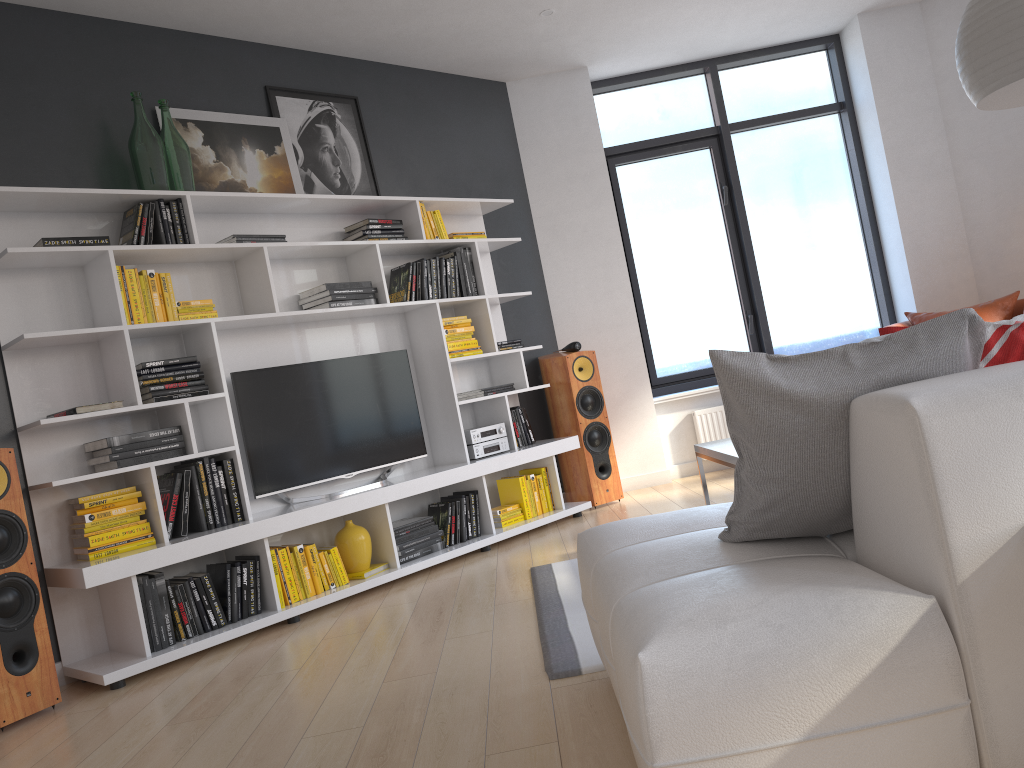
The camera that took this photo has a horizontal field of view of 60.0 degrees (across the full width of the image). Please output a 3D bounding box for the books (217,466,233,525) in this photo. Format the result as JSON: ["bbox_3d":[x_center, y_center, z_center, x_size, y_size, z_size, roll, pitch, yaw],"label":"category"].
[{"bbox_3d":[-1.389,0.526,4.150,0.200,0.272,0.028,-12,-1,45],"label":"books"}]

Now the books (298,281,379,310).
[{"bbox_3d":[-0.941,-0.458,4.821,0.277,0.137,0.343,-11,-1,40],"label":"books"}]

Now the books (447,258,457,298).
[{"bbox_3d":[-0.416,-0.615,5.327,0.191,0.249,0.084,-12,-1,45],"label":"books"}]

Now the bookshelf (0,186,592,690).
[{"bbox_3d":[-0.882,0.033,4.650,0.455,2.052,3.000,-12,-1,45],"label":"bookshelf"}]

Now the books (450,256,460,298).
[{"bbox_3d":[-0.394,-0.623,5.352,0.197,0.260,0.066,-12,-1,45],"label":"books"}]

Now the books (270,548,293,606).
[{"bbox_3d":[-1.129,0.904,4.164,0.213,0.271,0.048,-12,-1,45],"label":"books"}]

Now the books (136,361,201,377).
[{"bbox_3d":[-1.607,-0.057,4.079,0.284,0.030,0.214,-11,-1,-37],"label":"books"}]

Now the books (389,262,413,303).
[{"bbox_3d":[-0.642,-0.564,5.092,0.182,0.234,0.104,-12,-1,45],"label":"books"}]

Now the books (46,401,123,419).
[{"bbox_3d":[-1.822,0.118,3.788,0.266,0.030,0.209,-11,-1,38],"label":"books"}]

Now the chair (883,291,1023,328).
[{"bbox_3d":[2.886,-0.097,5.532,0.896,0.858,0.843,-11,0,32],"label":"chair"}]

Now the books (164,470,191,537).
[{"bbox_3d":[-1.521,0.543,4.010,0.210,0.289,0.100,-12,-1,44],"label":"books"}]

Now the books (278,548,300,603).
[{"bbox_3d":[-1.107,0.907,4.194,0.198,0.258,0.066,-12,-1,45],"label":"books"}]

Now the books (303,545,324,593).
[{"bbox_3d":[-0.998,0.897,4.298,0.171,0.235,0.043,-12,-1,43],"label":"books"}]

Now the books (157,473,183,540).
[{"bbox_3d":[-1.569,0.555,3.986,0.232,0.284,0.142,-12,-1,45],"label":"books"}]

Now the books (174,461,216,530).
[{"bbox_3d":[-1.461,0.520,4.084,0.237,0.314,0.034,-12,-1,45],"label":"books"}]

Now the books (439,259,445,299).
[{"bbox_3d":[-0.458,-0.601,5.248,0.069,0.242,0.172,-11,-1,-45],"label":"books"}]

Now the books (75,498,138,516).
[{"bbox_3d":[-1.752,0.528,3.828,0.238,0.023,0.167,-11,0,-30],"label":"books"}]

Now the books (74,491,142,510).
[{"bbox_3d":[-1.748,0.503,3.831,0.234,0.024,0.171,-11,-1,-41],"label":"books"}]

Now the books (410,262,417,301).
[{"bbox_3d":[-0.622,-0.566,5.120,0.096,0.234,0.187,-11,-1,-45],"label":"books"}]

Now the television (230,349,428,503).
[{"bbox_3d":[-0.931,0.220,4.721,0.207,0.704,1.102,-12,-1,45],"label":"television"}]

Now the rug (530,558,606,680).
[{"bbox_3d":[1.232,0.645,3.424,2.326,0.016,1.662,-11,0,-1],"label":"rug"}]

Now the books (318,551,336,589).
[{"bbox_3d":[-0.940,0.910,4.334,0.138,0.188,0.056,-12,-1,45],"label":"books"}]

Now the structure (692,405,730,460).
[{"bbox_3d":[2.055,0.278,6.355,1.474,0.460,0.110,-11,0,0],"label":"structure"}]

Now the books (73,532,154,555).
[{"bbox_3d":[-1.713,0.684,3.811,0.269,0.025,0.213,-11,-1,-42],"label":"books"}]

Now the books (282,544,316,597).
[{"bbox_3d":[-1.038,0.897,4.259,0.185,0.252,0.055,-12,-1,43],"label":"books"}]

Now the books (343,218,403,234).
[{"bbox_3d":[-0.789,-0.897,5.051,0.209,0.030,0.266,-11,-1,38],"label":"books"}]

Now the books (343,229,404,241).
[{"bbox_3d":[-0.790,-0.841,5.062,0.284,0.030,0.214,-11,-1,-42],"label":"books"}]

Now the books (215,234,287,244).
[{"bbox_3d":[-1.329,-0.696,4.457,0.250,0.047,0.310,-11,-1,40],"label":"books"}]

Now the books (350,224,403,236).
[{"bbox_3d":[-0.774,-0.872,5.045,0.246,0.026,0.180,-11,-1,-43],"label":"books"}]

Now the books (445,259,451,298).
[{"bbox_3d":[-0.434,-0.608,5.292,0.179,0.243,0.071,-12,-1,44],"label":"books"}]

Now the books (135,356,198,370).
[{"bbox_3d":[-1.593,-0.088,4.061,0.246,0.026,0.180,-11,-1,-38],"label":"books"}]

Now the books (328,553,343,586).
[{"bbox_3d":[-0.896,0.913,4.349,0.113,0.169,0.049,-12,-1,44],"label":"books"}]

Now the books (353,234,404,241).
[{"bbox_3d":[-0.773,-0.818,5.045,0.189,0.020,0.264,-12,-1,43],"label":"books"}]

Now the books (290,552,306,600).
[{"bbox_3d":[-1.057,0.913,4.215,0.156,0.230,0.042,-12,-1,43],"label":"books"}]

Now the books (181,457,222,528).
[{"bbox_3d":[-1.442,0.510,4.110,0.237,0.326,0.026,-12,-1,45],"label":"books"}]

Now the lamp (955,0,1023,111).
[{"bbox_3d":[2.824,-1.020,2.025,3.199,2.647,0.710,-11,-1,36],"label":"lamp"}]

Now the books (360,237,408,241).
[{"bbox_3d":[-0.765,-0.794,5.043,0.284,0.030,0.214,-11,-1,-42],"label":"books"}]

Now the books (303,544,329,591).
[{"bbox_3d":[-0.983,0.895,4.327,0.172,0.235,0.056,-12,-1,44],"label":"books"}]

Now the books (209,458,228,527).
[{"bbox_3d":[-1.420,0.512,4.131,0.239,0.315,0.034,-12,-1,45],"label":"books"}]

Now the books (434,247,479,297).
[{"bbox_3d":[-0.352,-0.657,5.441,0.259,0.321,0.128,-12,-1,45],"label":"books"}]

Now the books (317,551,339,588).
[{"bbox_3d":[-0.920,0.907,4.344,0.134,0.187,0.046,-12,-1,44],"label":"books"}]

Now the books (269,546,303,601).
[{"bbox_3d":[-1.086,0.899,4.215,0.038,0.267,0.202,-11,-1,-45],"label":"books"}]

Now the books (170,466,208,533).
[{"bbox_3d":[-1.478,0.531,4.058,0.213,0.301,0.028,-12,-1,45],"label":"books"}]

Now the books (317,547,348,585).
[{"bbox_3d":[-0.892,0.899,4.378,0.067,0.193,0.148,-11,-1,-44],"label":"books"}]

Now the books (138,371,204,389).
[{"bbox_3d":[-1.584,-0.010,4.060,0.284,0.030,0.214,-11,-1,-37],"label":"books"}]

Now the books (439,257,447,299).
[{"bbox_3d":[-0.462,-0.608,5.283,0.192,0.254,0.075,-12,-1,44],"label":"books"}]

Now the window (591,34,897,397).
[{"bbox_3d":[1.720,-1.254,6.696,1.960,2.402,0.170,-11,0,0],"label":"window"}]

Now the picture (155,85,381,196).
[{"bbox_3d":[-1.279,-1.289,4.820,0.076,0.707,1.279,-12,-1,45],"label":"picture"}]

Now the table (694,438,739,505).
[{"bbox_3d":[1.418,0.384,3.549,1.091,0.435,1.091,-11,0,0],"label":"table"}]

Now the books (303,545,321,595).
[{"bbox_3d":[-1.002,0.896,4.267,0.169,0.240,0.043,-12,-1,43],"label":"books"}]

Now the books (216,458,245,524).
[{"bbox_3d":[-1.365,0.510,4.180,0.230,0.297,0.051,-12,-1,45],"label":"books"}]

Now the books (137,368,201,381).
[{"bbox_3d":[-1.592,-0.034,4.062,0.264,0.020,0.189,-11,-1,-42],"label":"books"}]

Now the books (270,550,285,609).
[{"bbox_3d":[-1.142,0.907,4.122,0.204,0.270,0.029,-12,-1,45],"label":"books"}]

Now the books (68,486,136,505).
[{"bbox_3d":[-1.776,0.484,3.841,0.234,0.024,0.171,-11,-1,-41],"label":"books"}]

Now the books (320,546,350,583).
[{"bbox_3d":[-0.882,0.896,4.401,0.046,0.193,0.149,-11,-1,-45],"label":"books"}]

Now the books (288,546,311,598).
[{"bbox_3d":[-1.048,0.898,4.234,0.180,0.252,0.041,-12,-1,45],"label":"books"}]

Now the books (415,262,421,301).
[{"bbox_3d":[-0.591,-0.573,5.132,0.169,0.233,0.081,-12,-1,44],"label":"books"}]

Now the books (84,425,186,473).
[{"bbox_3d":[-1.675,0.292,3.944,0.277,0.137,0.343,-12,-1,45],"label":"books"}]
